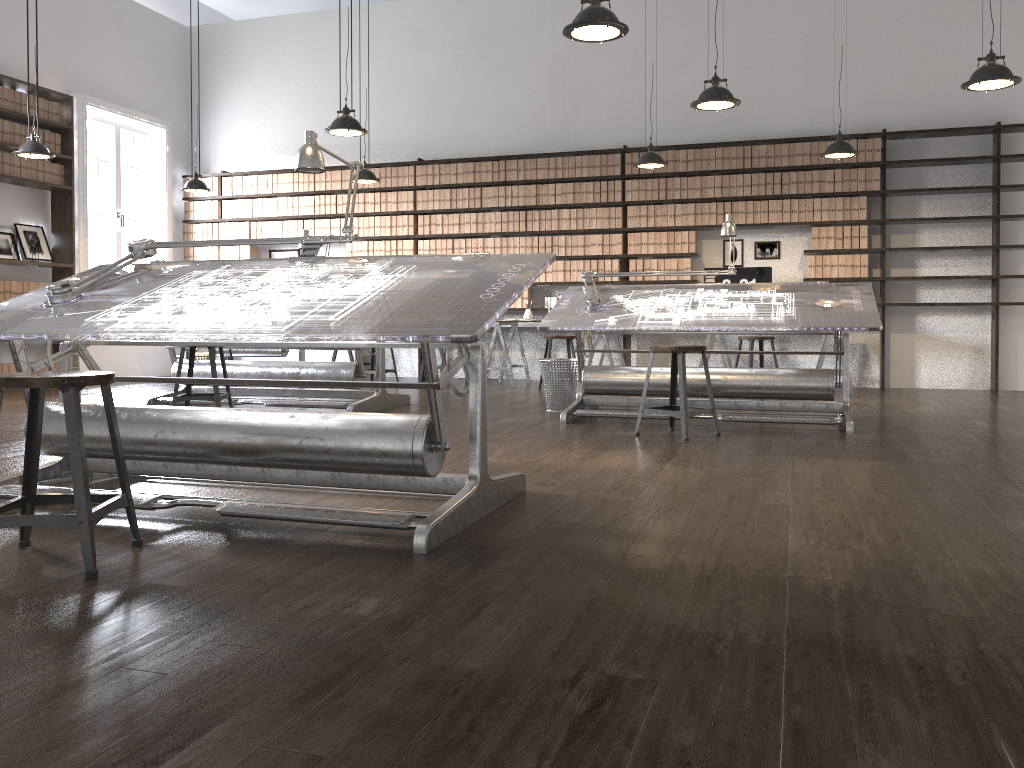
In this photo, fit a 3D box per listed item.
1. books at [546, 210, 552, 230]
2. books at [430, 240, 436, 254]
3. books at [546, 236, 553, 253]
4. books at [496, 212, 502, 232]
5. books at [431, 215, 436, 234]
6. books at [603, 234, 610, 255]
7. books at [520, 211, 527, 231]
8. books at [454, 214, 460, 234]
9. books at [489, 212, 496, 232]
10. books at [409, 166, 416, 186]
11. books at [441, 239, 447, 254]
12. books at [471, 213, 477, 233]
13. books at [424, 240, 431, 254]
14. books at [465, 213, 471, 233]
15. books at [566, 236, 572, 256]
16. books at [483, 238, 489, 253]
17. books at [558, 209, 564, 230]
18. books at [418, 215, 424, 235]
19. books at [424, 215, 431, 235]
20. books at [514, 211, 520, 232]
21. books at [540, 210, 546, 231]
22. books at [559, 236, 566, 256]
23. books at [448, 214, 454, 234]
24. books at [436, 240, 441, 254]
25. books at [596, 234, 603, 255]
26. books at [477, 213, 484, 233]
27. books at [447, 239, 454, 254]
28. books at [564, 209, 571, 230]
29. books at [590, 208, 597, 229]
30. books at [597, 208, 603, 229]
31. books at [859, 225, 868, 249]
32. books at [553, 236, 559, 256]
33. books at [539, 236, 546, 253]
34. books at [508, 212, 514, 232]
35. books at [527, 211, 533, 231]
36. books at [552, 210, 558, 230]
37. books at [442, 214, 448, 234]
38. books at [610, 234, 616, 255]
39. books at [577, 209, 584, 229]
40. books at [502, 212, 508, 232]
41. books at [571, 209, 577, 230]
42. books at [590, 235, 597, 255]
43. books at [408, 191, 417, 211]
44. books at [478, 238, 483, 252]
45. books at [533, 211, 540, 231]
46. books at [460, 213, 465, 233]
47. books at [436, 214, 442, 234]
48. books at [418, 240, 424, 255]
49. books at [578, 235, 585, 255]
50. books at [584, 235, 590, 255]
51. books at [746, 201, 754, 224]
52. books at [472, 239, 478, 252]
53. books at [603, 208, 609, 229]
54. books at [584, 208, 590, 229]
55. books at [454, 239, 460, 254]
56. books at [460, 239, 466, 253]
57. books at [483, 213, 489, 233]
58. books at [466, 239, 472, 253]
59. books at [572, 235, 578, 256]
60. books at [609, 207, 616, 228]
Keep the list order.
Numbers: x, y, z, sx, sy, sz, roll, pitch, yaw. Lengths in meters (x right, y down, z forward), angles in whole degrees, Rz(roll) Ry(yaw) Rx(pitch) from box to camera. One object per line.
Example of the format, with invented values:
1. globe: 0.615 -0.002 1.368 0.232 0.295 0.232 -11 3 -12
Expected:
1. books: 0.418 -1.740 9.484 0.067 0.225 0.175 0 2 18
2. books: -0.850 -1.490 9.891 0.067 0.225 0.175 0 2 18
3. books: 0.415 -1.463 9.485 0.067 0.225 0.175 0 2 18
4. books: -0.120 -1.751 9.650 0.067 0.225 0.175 0 2 18
5. books: -0.845 -1.767 9.891 0.067 0.225 0.175 0 2 18
6. books: 1.008 -1.451 9.298 0.067 0.225 0.175 0 2 18
7. books: 0.143 -1.746 9.567 0.067 0.225 0.175 0 2 18
8. books: -0.581 -1.761 9.799 0.067 0.225 0.175 0 2 18
9. books: -0.188 -1.753 9.676 0.067 0.225 0.175 0 2 18
10. books: -1.094 -2.324 9.953 0.067 0.225 0.175 0 2 18
11. books: -0.725 -1.488 9.858 0.067 0.225 0.175 0 2 18
12. books: -0.388 -1.757 9.738 0.067 0.225 0.175 0 2 18
13. books: -0.919 -1.492 9.913 0.067 0.225 0.175 0 2 18
14. books: -0.456 -1.759 9.762 0.067 0.225 0.175 0 2 18
15. books: 0.623 -1.459 9.423 0.067 0.225 0.175 0 2 18
16. books: -0.253 -1.478 9.704 0.067 0.225 0.175 0 2 18
17. books: 0.546 -1.737 9.441 0.067 0.225 0.175 0 2 18
18. books: -0.987 -1.770 9.937 0.067 0.225 0.175 0 2 18
19. books: -0.919 -1.769 9.909 0.067 0.225 0.175 0 2 18
20. books: 0.074 -1.748 9.595 0.067 0.225 0.175 0 2 18
21. books: 0.351 -1.742 9.505 0.067 0.225 0.175 0 2 18
22. books: 0.554 -1.460 9.441 0.067 0.225 0.175 0 2 18
23. books: -0.643 -1.763 9.825 0.067 0.225 0.175 0 2 18
24. books: -0.788 -1.489 9.876 0.067 0.225 0.175 0 2 18
25. books: 0.940 -1.452 9.316 0.067 0.225 0.175 0 2 18
26. books: -0.320 -1.756 9.720 0.067 0.225 0.175 0 2 18
27. books: -0.656 -1.486 9.830 0.067 0.225 0.175 0 2 18
28. books: 0.605 -1.736 9.420 0.067 0.225 0.175 0 2 18
29. books: 0.874 -1.730 9.334 0.067 0.225 0.175 0 2 18
30. books: 0.942 -1.728 9.308 0.067 0.225 0.175 0 2 18
31. books: 3.385 -1.405 8.531 0.067 0.225 0.175 0 2 18
32. books: 0.488 -1.462 9.467 0.067 0.225 0.175 0 2 18
33. books: 0.346 -1.465 9.513 0.067 0.225 0.175 0 2 18
34. books: 0.011 -1.749 9.613 0.067 0.225 0.175 0 2 18
35. books: 0.216 -1.745 9.549 0.067 0.225 0.175 0 2 18
36. books: 0.481 -1.738 9.457 0.067 0.225 0.175 0 2 18
37. books: -0.710 -1.765 9.847 0.067 0.225 0.175 0 2 18
38. books: 1.075 -1.449 9.279 0.067 0.225 0.175 0 2 18
39. books: 0.741 -1.733 9.379 0.067 0.225 0.175 0 2 18
40. books: -0.051 -1.750 9.628 0.067 0.225 0.175 0 2 18
41. books: 0.673 -1.734 9.396 0.067 0.225 0.175 0 2 18
42. books: 0.877 -1.453 9.338 0.067 0.225 0.175 0 2 18
43. books: -1.100 -2.047 9.962 0.067 0.225 0.175 0 2 18
44. books: -0.319 -1.479 9.720 0.067 0.225 0.175 0 2 18
45. books: 0.282 -1.743 9.523 0.067 0.225 0.175 0 2 18
46. books: -0.516 -1.760 9.783 0.067 0.225 0.175 0 2 18
47. books: -0.779 -1.766 9.865 0.067 0.225 0.175 0 2 18
48. books: -0.987 -1.493 9.939 0.067 0.225 0.175 0 2 18
49. books: 0.753 -1.456 9.375 0.067 0.225 0.175 0 2 18
50. books: 0.818 -1.455 9.359 0.067 0.225 0.175 0 2 18
51. books: 2.381 -1.704 8.848 0.067 0.225 0.175 0 2 18
52. books: -0.381 -1.481 9.746 0.067 0.225 0.175 0 2 18
53. books: 1.005 -1.727 9.288 0.067 0.225 0.175 0 2 18
54. books: 0.808 -1.732 9.359 0.067 0.225 0.175 0 2 18
55. books: -0.583 -1.485 9.812 0.067 0.225 0.175 0 2 18
56. books: -0.517 -1.483 9.786 0.067 0.225 0.175 0 2 18
57. books: -0.253 -1.755 9.701 0.067 0.225 0.175 0 2 18
58. books: -0.448 -1.482 9.768 0.067 0.225 0.175 0 2 18
59. books: 0.690 -1.457 9.401 0.067 0.225 0.175 0 2 18
60. books: 1.066 -1.726 9.273 0.067 0.225 0.175 0 2 18
